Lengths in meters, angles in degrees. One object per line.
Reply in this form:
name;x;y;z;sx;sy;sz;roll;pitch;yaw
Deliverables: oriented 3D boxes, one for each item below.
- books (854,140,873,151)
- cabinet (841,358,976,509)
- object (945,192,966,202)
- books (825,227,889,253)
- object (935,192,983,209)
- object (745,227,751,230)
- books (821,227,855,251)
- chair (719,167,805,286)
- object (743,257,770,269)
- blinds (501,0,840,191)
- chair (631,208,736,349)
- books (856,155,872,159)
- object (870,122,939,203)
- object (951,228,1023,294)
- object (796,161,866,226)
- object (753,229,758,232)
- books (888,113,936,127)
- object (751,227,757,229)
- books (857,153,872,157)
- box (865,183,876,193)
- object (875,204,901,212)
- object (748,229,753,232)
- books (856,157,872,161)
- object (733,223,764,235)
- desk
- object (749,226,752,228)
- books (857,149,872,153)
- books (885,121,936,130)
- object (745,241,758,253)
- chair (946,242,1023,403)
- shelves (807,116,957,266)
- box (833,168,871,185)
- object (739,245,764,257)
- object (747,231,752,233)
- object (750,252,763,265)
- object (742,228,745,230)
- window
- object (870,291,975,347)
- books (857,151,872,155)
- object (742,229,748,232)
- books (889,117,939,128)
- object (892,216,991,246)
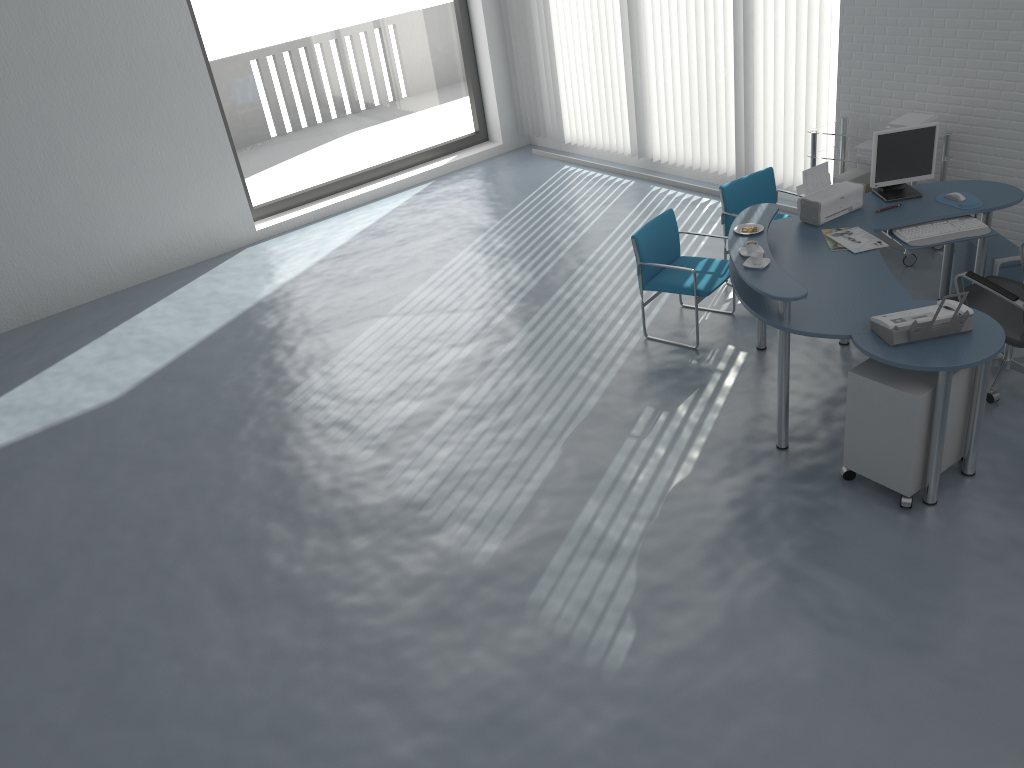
books;2.539;-1.666;6.156;0.270;0.015;0.190;-29;36;-30
cabinet;1.874;0.158;4.149;0.559;0.605;0.383;-26;34;-26
object;2.557;-1.084;5.113;0.054;0.035;0.115;-21;32;-19
books;1.875;-0.784;4.829;0.200;0.010;0.300;-13;30;-7
object;2.580;-1.067;5.093;0.213;0.026;0.285;-19;32;-17
object;1.278;-0.844;4.807;0.027;0.005;0.025;-24;33;-24
books;1.829;-0.799;4.871;0.200;0.005;0.300;-3;31;11
chair;1.784;-1.050;6.122;0.542;0.707;0.543;-24;33;-24
object;1.219;-0.601;4.419;0.119;0.016;0.119;11;36;31
blinds;1.132;-3.427;7.780;0.158;2.955;4.001;-27;35;-28
chair;1.119;-0.686;5.693;0.543;0.707;0.542;15;38;36
books;2.562;-1.615;6.183;0.270;0.015;0.190;-30;36;-31
object;2.272;-1.312;5.206;0.365;0.417;0.212;-9;30;1
object;2.918;-0.664;5.428;0.199;0.422;0.471;-8;30;2
object;1.836;-1.113;5.135;0.392;0.273;0.197;-24;33;-23
object;1.310;-0.827;4.779;0.025;0.005;0.027;4;33;21
books;2.654;-1.750;5.885;0.270;0.015;0.190;-30;36;-32
object;1.308;-0.842;4.796;0.027;0.005;0.025;-3;31;12
books;2.567;-1.627;6.171;0.270;0.015;0.190;-27;34;-27
box;2.472;-1.379;6.471;0.347;0.133;0.207;-30;36;-31
object;2.176;-1.017;5.134;0.178;0.013;0.013;-17;31;-13
object;1.287;-0.827;4.777;0.025;0.005;0.027;21;42;41
books;2.564;-1.603;6.191;0.270;0.015;0.190;-28;35;-29
object;1.282;-0.836;4.800;0.162;0.011;0.162;-4;31;9
desk;1.917;-0.442;4.859;1.402;0.900;2.282;8;35;28
object;1.293;-0.850;4.823;0.025;0.005;0.027;-5;30;8
books;2.563;-1.654;6.158;0.270;0.015;0.190;-26;34;-27
books;2.650;-1.725;5.903;0.270;0.015;0.190;-26;34;-26
object;1.230;-0.702;4.539;0.062;0.049;0.078;20;41;40
chair;2.630;-0.434;4.596;0.584;0.948;0.652;-24;33;-23
shelves;2.590;-1.382;6.317;0.441;0.848;0.896;-27;34;-27
box;2.456;-1.474;6.415;0.234;0.090;0.139;-24;33;-24
object;1.228;-0.678;4.547;0.119;0.016;0.119;-7;30;5
object;1.279;-0.817;4.770;0.027;0.005;0.025;19;40;39
object;1.223;-0.623;4.408;0.078;0.049;0.062;-15;31;-10
object;1.263;-0.842;4.817;0.025;0.005;0.027;-7;30;4
window;-1.687;-3.402;8.779;2.824;2.691;0.008;-27;35;-28
object;1.814;-0.347;3.835;0.405;0.280;0.399;-11;30;-2
books;2.560;-1.637;6.161;0.270;0.015;0.190;-28;35;-29
object;1.258;-0.829;4.788;0.027;0.005;0.025;11;36;32
books;2.669;-1.737;5.889;0.270;0.015;0.190;-27;35;-28
object;2.381;-0.857;4.926;0.478;0.028;0.276;-10;30;-1
